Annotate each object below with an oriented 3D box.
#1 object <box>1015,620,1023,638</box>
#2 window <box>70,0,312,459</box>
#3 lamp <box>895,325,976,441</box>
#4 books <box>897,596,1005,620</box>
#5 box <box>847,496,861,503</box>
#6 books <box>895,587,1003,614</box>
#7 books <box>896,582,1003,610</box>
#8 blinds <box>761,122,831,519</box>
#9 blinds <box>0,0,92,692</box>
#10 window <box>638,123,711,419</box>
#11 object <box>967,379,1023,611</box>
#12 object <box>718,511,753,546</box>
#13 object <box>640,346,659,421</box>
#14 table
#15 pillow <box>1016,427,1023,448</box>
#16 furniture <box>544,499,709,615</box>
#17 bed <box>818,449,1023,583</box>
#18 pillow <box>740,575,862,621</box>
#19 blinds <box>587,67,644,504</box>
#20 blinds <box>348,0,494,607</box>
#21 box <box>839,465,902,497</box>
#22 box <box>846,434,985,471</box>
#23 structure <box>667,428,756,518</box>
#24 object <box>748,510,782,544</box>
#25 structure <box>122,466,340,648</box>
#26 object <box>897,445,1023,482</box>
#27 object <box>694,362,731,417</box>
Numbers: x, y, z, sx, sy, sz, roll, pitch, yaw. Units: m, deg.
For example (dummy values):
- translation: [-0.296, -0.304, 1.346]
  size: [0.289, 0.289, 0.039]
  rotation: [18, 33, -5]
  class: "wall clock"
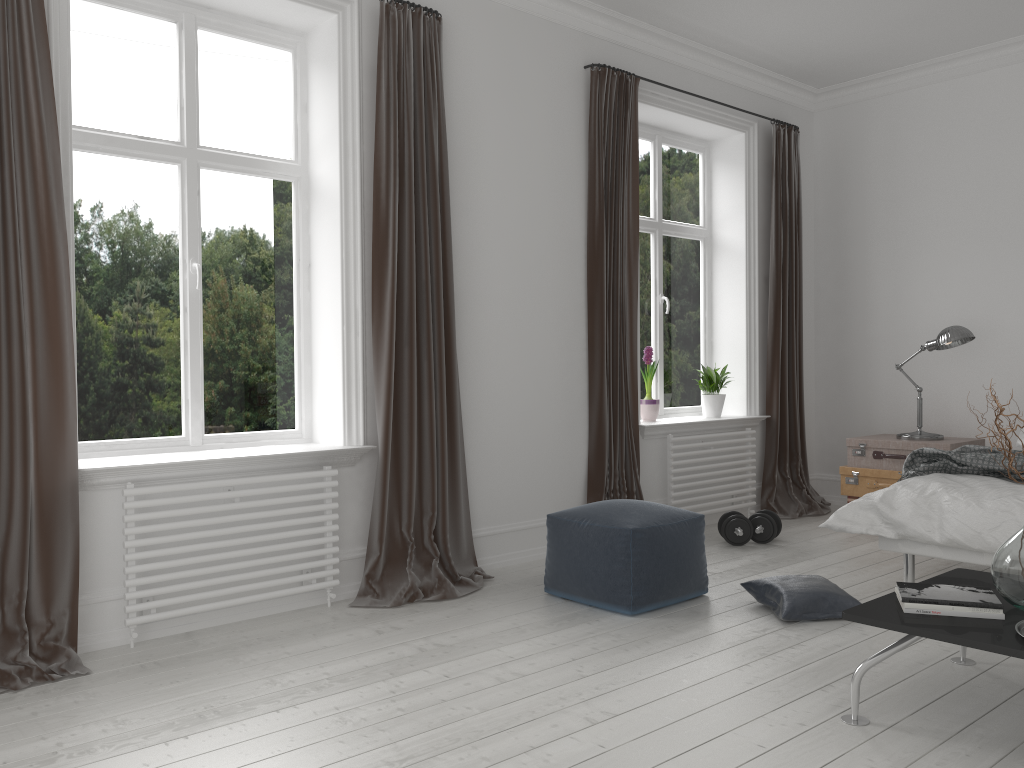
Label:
- translation: [1.509, 0.668, 2.346]
  size: [0.395, 0.063, 0.622]
  rotation: [0, 1, 8]
  class: "object"
- translation: [-1.372, -0.663, 3.823]
  size: [1.112, 1.956, 0.120]
  rotation: [-1, 1, -41]
  class: "window"
- translation: [2.608, -0.005, 5.482]
  size: [0.269, 0.699, 0.488]
  rotation: [-1, 1, -41]
  class: "lamp"
- translation: [1.266, 0.641, 2.573]
  size: [0.259, 0.014, 0.191]
  rotation: [0, 1, 18]
  class: "books"
- translation: [2.540, 0.803, 5.590]
  size: [0.537, 0.185, 0.647]
  rotation: [-1, 1, -41]
  class: "box"
- translation: [1.261, 0.627, 2.575]
  size: [0.254, 0.014, 0.191]
  rotation: [0, 1, 16]
  class: "books"
- translation: [1.266, 0.614, 2.581]
  size: [0.257, 0.012, 0.207]
  rotation: [0, 1, 19]
  class: "books"
- translation: [1.975, -0.456, 6.096]
  size: [0.327, 2.680, 0.779]
  rotation: [0, 1, 43]
  class: "blinds"
- translation: [-1.716, -0.360, 2.866]
  size: [0.595, 2.681, 0.246]
  rotation: [-1, 1, -33]
  class: "blinds"
- translation: [0.997, -0.724, 5.910]
  size: [1.112, 1.956, 0.120]
  rotation: [-1, 1, -41]
  class: "window"
- translation: [1.454, 0.313, 2.550]
  size: [0.291, 0.666, 0.313]
  rotation: [0, 1, 11]
  class: "object"
- translation: [1.285, 0.830, 5.103]
  size: [0.179, 0.179, 0.326]
  rotation: [-1, 1, 4]
  class: "object"
- translation: [0.865, -0.002, 5.600]
  size: [0.129, 0.476, 0.129]
  rotation: [0, 1, 9]
  class: "object"
- translation: [1.513, 0.804, 2.504]
  size: [0.824, 0.313, 0.833]
  rotation: [-1, 1, -41]
  class: "table"
- translation: [3.709, 0.148, 4.507]
  size: [0.465, 0.529, 1.965]
  rotation: [-1, 1, -42]
  class: "pillow"
- translation: [0.508, 0.734, 3.971]
  size: [0.646, 0.423, 0.646]
  rotation: [-1, 1, -40]
  class: "furniture"
- translation: [2.993, 0.459, 3.905]
  size: [2.473, 0.926, 2.217]
  rotation: [-1, 1, -41]
  class: "bed"
- translation: [1.210, 0.875, 3.685]
  size: [0.391, 0.121, 0.381]
  rotation: [-1, 1, -11]
  class: "pillow"
- translation: [0.648, -0.422, 4.972]
  size: [0.582, 2.681, 0.294]
  rotation: [-1, 1, -34]
  class: "blinds"
- translation: [-0.387, -0.395, 3.998]
  size: [0.318, 2.680, 0.769]
  rotation: [0, 1, 44]
  class: "blinds"
- translation: [2.501, 0.619, 5.622]
  size: [0.537, 0.185, 0.647]
  rotation: [-1, 1, -41]
  class: "box"
- translation: [2.530, 0.436, 5.584]
  size: [0.537, 0.185, 0.647]
  rotation: [-1, 1, -41]
  class: "box"
- translation: [1.258, 0.629, 5.656]
  size: [0.887, 0.670, 0.114]
  rotation: [-1, 1, -41]
  class: "structure"
- translation: [1.462, 0.828, 5.149]
  size: [0.179, 0.179, 0.326]
  rotation: [0, 1, 29]
  class: "object"
- translation: [-1.115, 0.690, 3.571]
  size: [0.887, 0.670, 0.120]
  rotation: [-1, 1, -41]
  class: "structure"
- translation: [2.516, 0.482, 3.472]
  size: [0.536, 0.377, 2.154]
  rotation: [-1, 1, -39]
  class: "object"
- translation: [1.351, 0.038, 5.976]
  size: [0.284, 0.369, 0.215]
  rotation: [0, 1, 27]
  class: "object"
